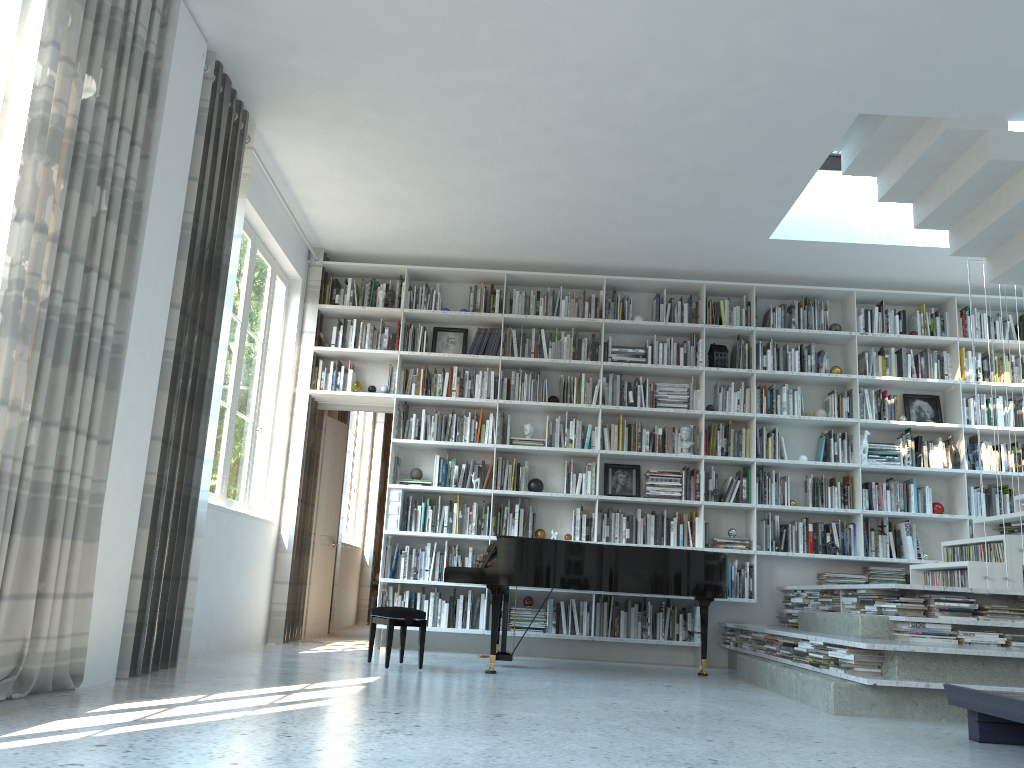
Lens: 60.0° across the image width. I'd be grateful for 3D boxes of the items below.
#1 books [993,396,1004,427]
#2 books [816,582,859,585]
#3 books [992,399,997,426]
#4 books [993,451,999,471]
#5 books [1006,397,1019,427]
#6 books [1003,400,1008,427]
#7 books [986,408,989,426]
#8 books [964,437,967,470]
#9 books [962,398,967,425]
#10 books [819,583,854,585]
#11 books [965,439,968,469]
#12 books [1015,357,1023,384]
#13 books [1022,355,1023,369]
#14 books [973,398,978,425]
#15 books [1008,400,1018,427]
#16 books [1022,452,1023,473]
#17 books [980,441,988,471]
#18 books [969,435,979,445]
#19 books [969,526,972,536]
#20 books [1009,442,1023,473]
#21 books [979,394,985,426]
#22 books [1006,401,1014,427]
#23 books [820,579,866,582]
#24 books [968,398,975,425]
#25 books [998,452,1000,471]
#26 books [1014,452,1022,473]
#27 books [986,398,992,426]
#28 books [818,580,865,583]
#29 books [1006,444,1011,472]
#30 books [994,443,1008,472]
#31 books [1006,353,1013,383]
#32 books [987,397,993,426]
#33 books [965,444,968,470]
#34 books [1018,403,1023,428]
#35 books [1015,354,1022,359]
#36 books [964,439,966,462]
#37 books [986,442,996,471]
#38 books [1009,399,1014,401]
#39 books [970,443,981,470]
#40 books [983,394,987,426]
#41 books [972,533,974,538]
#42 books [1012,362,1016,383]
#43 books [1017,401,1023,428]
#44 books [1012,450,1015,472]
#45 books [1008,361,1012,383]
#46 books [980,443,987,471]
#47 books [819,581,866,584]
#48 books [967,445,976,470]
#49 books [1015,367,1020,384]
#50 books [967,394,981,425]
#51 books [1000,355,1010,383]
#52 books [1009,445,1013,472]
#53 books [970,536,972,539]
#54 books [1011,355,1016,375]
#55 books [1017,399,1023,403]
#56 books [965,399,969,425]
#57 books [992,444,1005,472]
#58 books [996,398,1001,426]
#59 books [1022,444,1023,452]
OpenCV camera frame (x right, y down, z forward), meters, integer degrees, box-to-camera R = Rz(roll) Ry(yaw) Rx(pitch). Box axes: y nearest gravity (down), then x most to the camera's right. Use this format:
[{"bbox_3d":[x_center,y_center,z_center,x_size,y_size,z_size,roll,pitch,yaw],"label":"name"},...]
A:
[{"bbox_3d":[4.046,0.257,7.407,0.030,0.283,0.166,3,-13,1],"label":"books"},{"bbox_3d":[2.646,1.604,7.120,0.345,0.007,0.194,3,-13,-1],"label":"books"},{"bbox_3d":[3.996,0.266,7.402,0.024,0.258,0.156,3,-13,1],"label":"books"},{"bbox_3d":[3.951,0.656,7.309,0.023,0.189,0.170,3,-13,1],"label":"books"},{"bbox_3d":[4.191,0.266,7.425,0.024,0.291,0.132,3,-13,1],"label":"books"},{"bbox_3d":[4.094,0.278,7.417,0.012,0.253,0.161,3,-13,1],"label":"books"},{"bbox_3d":[3.930,0.305,7.408,0.027,0.179,0.157,3,-13,1],"label":"books"},{"bbox_3d":[3.714,0.597,7.343,0.010,0.292,0.164,3,-13,1],"label":"books"},{"bbox_3d":[3.750,0.257,7.409,0.012,0.253,0.161,3,-13,1],"label":"books"},{"bbox_3d":[2.645,1.611,7.118,0.308,0.008,0.195,3,-13,3],"label":"books"},{"bbox_3d":[3.733,0.607,7.351,0.010,0.278,0.148,3,-13,1],"label":"books"},{"bbox_3d":[4.260,-0.079,7.476,0.022,0.260,0.161,3,-13,1],"label":"books"},{"bbox_3d":[4.295,-0.087,7.489,0.023,0.286,0.163,3,-13,1],"label":"books"},{"bbox_3d":[3.830,0.259,7.404,0.026,0.256,0.174,3,-13,1],"label":"books"},{"bbox_3d":[4.156,0.276,7.402,0.023,0.257,0.184,3,-13,1],"label":"books"},{"bbox_3d":[4.213,0.660,7.313,0.088,0.216,0.167,3,-13,1],"label":"books"},{"bbox_3d":[3.875,0.617,7.330,0.022,0.265,0.157,3,-13,1],"label":"books"},{"bbox_3d":[3.834,0.589,7.345,0.012,0.321,0.142,3,-13,1],"label":"books"},{"bbox_3d":[3.650,1.291,7.110,0.011,0.292,0.144,3,-13,1],"label":"books"},{"bbox_3d":[4.157,0.627,7.332,0.026,0.277,0.170,3,-13,1],"label":"books"},{"bbox_3d":[3.897,0.245,7.419,0.022,0.296,0.162,3,-13,1],"label":"books"},{"bbox_3d":[4.122,0.279,7.396,0.045,0.244,0.177,3,-13,1],"label":"books"},{"bbox_3d":[2.650,1.580,7.117,0.308,0.008,0.195,2,-13,6],"label":"books"},{"bbox_3d":[3.794,0.258,7.393,0.023,0.247,0.182,3,-13,1],"label":"books"},{"bbox_3d":[3.977,0.664,7.329,0.030,0.184,0.137,3,-13,1],"label":"books"},{"bbox_3d":[4.129,0.666,7.295,0.024,0.180,0.191,3,-13,1],"label":"books"},{"bbox_3d":[3.952,0.263,7.404,0.013,0.259,0.158,3,-13,1],"label":"books"},{"bbox_3d":[2.647,1.590,7.128,0.308,0.008,0.195,3,-13,1],"label":"books"},{"bbox_3d":[4.074,0.636,7.337,0.012,0.253,0.161,3,-13,1],"label":"books"},{"bbox_3d":[4.030,0.629,7.331,0.029,0.258,0.172,3,-13,1],"label":"books"},{"bbox_3d":[4.173,-0.098,7.489,0.010,0.294,0.165,3,-13,1],"label":"books"},{"bbox_3d":[3.971,0.261,7.413,0.025,0.270,0.153,3,-13,1],"label":"books"},{"bbox_3d":[3.722,0.624,7.337,0.010,0.238,0.148,3,-13,1],"label":"books"},{"bbox_3d":[4.215,0.294,7.419,0.028,0.236,0.146,3,-13,1],"label":"books"},{"bbox_3d":[4.278,-0.089,7.501,0.011,0.293,0.151,3,-13,1],"label":"books"},{"bbox_3d":[3.696,0.600,7.327,0.025,0.276,0.161,3,-13,1],"label":"books"},{"bbox_3d":[3.914,0.618,7.317,0.056,0.261,0.177,3,-13,1],"label":"books"},{"bbox_3d":[4.173,0.275,7.427,0.010,0.273,0.130,3,-13,1],"label":"books"},{"bbox_3d":[3.814,0.622,7.318,0.022,0.242,0.171,3,-13,1],"label":"books"},{"bbox_3d":[3.914,0.246,7.407,0.012,0.292,0.166,3,-13,1],"label":"books"},{"bbox_3d":[3.661,1.316,7.084,0.014,0.233,0.183,3,-13,1],"label":"books"},{"bbox_3d":[4.183,-0.061,7.467,0.013,0.212,0.187,3,-13,1],"label":"books"},{"bbox_3d":[4.242,0.285,7.410,0.025,0.252,0.160,3,-13,1],"label":"books"},{"bbox_3d":[4.111,0.662,7.337,0.014,0.206,0.138,3,-13,1],"label":"books"},{"bbox_3d":[4.155,-0.065,7.473,0.023,0.220,0.172,3,-13,1],"label":"books"},{"bbox_3d":[3.851,0.623,7.317,0.026,0.245,0.181,3,-13,1],"label":"books"},{"bbox_3d":[2.647,1.594,7.114,0.308,0.008,0.195,4,-13,-4],"label":"books"},{"bbox_3d":[3.770,0.630,7.345,0.066,0.236,0.144,3,-13,1],"label":"books"},{"bbox_3d":[4.230,-0.038,7.487,0.034,0.182,0.157,3,-13,1],"label":"books"},{"bbox_3d":[3.851,0.242,7.393,0.014,0.285,0.186,3,-13,1],"label":"books"},{"bbox_3d":[4.078,-0.090,7.430,0.042,0.241,0.248,3,-13,1],"label":"books"},{"bbox_3d":[4.092,0.640,7.339,0.025,0.248,0.134,3,-13,1],"label":"books"},{"bbox_3d":[3.627,1.325,7.088,0.031,0.214,0.165,3,-13,1],"label":"books"},{"bbox_3d":[4.204,-0.087,7.499,0.024,0.280,0.154,3,-13,1],"label":"books"},{"bbox_3d":[4.261,0.269,7.404,0.012,0.282,0.152,3,-13,1],"label":"books"},{"bbox_3d":[3.770,0.262,7.421,0.026,0.249,0.161,3,-13,1],"label":"books"},{"bbox_3d":[4.005,0.631,7.319,0.022,0.246,0.181,3,-13,1],"label":"books"},{"bbox_3d":[4.019,0.265,7.400,0.022,0.262,0.173,3,-13,1],"label":"books"},{"bbox_3d":[4.255,0.625,7.322,0.072,0.291,0.169,3,-13,1],"label":"books"}]
